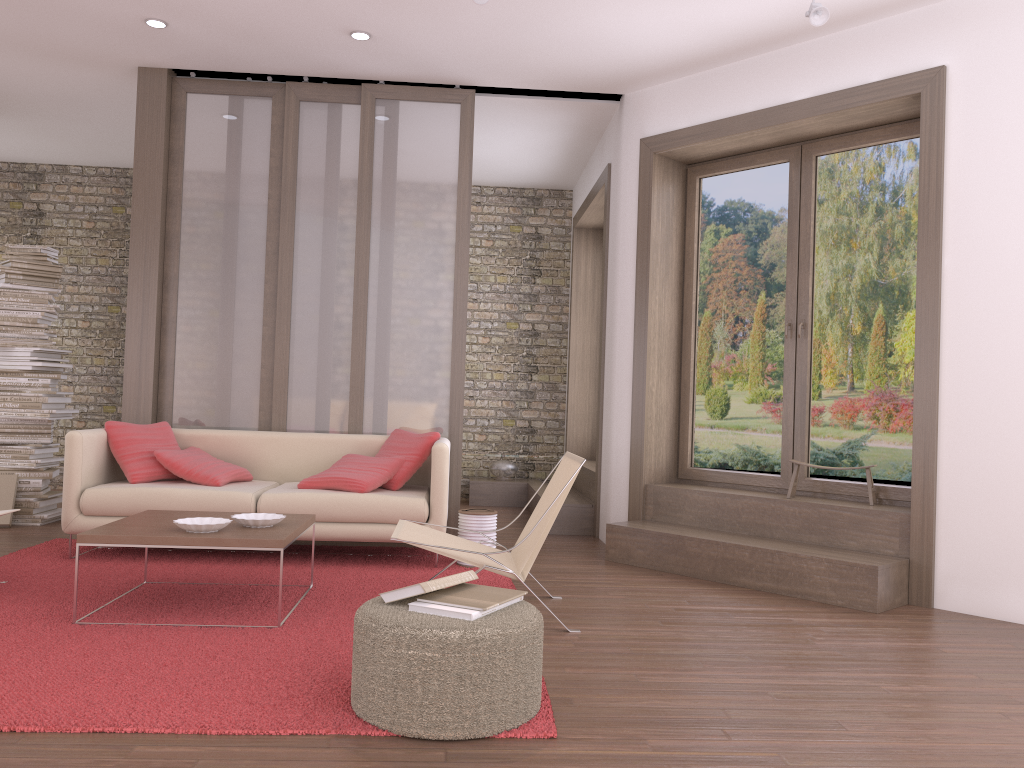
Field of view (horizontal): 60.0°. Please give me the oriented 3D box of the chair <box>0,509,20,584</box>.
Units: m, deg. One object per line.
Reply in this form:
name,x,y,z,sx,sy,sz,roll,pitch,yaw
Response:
chair,-2.867,0.606,4.069,0.860,0.767,0.739,2,-1,-4

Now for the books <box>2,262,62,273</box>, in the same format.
books,-3.656,-0.878,6.753,0.351,0.036,0.275,3,-2,-43

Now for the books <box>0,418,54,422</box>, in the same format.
books,-3.682,0.268,6.683,0.396,0.024,0.310,3,-2,-23

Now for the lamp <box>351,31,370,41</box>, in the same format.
lamp,-0.936,-2.151,5.478,0.119,0.010,0.119,2,-1,16

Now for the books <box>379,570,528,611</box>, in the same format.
books,-0.189,0.674,2.908,0.377,0.086,0.331,1,-2,27

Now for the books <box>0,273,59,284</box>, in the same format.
books,-3.688,-0.798,6.768,0.371,0.036,0.211,3,-2,-43

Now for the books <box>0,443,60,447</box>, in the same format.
books,-3.695,0.451,6.688,0.448,0.016,0.264,2,-1,2

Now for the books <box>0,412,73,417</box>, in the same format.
books,-3.727,0.225,6.720,0.612,0.028,0.399,2,-1,-3

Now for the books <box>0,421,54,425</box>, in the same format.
books,-3.689,0.290,6.686,0.405,0.018,0.300,3,-2,-23

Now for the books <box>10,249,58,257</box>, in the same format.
books,-3.642,-1.002,6.766,0.260,0.029,0.193,2,-1,12

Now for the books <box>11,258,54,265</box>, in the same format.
books,-3.652,-0.923,6.758,0.272,0.023,0.201,3,-2,-23

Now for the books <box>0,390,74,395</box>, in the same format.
books,-3.676,0.060,6.746,0.542,0.020,0.320,2,-1,-3

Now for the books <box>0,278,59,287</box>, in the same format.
books,-3.689,-0.761,6.767,0.371,0.036,0.211,3,-2,-43

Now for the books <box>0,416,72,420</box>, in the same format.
books,-3.679,0.250,6.690,0.542,0.016,0.423,2,-1,-3

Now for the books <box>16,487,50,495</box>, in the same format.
books,-3.731,0.796,6.617,0.469,0.028,0.368,2,-1,-18

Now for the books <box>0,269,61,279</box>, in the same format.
books,-3.685,-0.828,6.737,0.412,0.019,0.259,3,-2,-43

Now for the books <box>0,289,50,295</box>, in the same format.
books,-3.722,-0.687,6.719,0.392,0.015,0.306,3,-2,-23

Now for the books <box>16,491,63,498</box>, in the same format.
books,-3.680,0.821,6.634,0.542,0.020,0.320,2,-1,-3

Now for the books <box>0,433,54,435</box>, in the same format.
books,-3.688,0.372,6.700,0.385,0.008,0.274,3,-2,-23

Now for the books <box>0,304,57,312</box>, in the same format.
books,-3.723,-0.573,6.724,0.470,0.022,0.306,3,-2,-23

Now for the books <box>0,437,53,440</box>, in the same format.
books,-3.693,0.403,6.683,0.405,0.018,0.300,3,-2,-23

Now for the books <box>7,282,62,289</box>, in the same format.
books,-3.658,-0.737,6.746,0.351,0.010,0.284,3,-2,-43

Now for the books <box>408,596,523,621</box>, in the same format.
books,-0.144,0.707,2.873,0.232,0.022,0.352,1,-2,27

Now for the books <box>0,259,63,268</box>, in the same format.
books,-3.656,-0.904,6.745,0.366,0.012,0.287,3,-2,-43

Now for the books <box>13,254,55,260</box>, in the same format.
books,-3.641,-0.964,6.769,0.258,0.010,0.183,2,-1,-18

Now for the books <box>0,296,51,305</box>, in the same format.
books,-3.727,-0.624,6.715,0.401,0.035,0.315,3,-2,-23

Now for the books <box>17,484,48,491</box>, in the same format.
books,-3.715,0.766,6.586,0.442,0.025,0.346,2,-1,-18

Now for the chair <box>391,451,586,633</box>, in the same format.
chair,-0.129,0.705,4.237,0.853,0.762,0.739,2,-1,-4

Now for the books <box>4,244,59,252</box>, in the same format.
books,-3.658,-1.034,6.761,0.313,0.014,0.204,2,-1,-3

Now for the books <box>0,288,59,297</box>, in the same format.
books,-3.691,-0.700,6.754,0.416,0.015,0.245,3,-2,-23

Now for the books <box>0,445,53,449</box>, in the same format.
books,-3.741,0.466,6.668,0.422,0.016,0.330,2,-1,2

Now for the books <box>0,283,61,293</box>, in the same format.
books,-3.684,-0.720,6.734,0.404,0.026,0.266,3,-2,-43

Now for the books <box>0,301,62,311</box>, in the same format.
books,-3.677,-0.593,6.750,0.434,0.019,0.324,3,-2,-23

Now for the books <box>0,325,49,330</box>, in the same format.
books,-3.731,-0.426,6.716,0.395,0.009,0.233,3,-2,-28

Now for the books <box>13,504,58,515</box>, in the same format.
books,-3.740,0.920,6.600,0.522,0.046,0.410,2,-1,-3

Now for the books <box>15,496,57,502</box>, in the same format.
books,-3.733,0.839,6.605,0.510,0.020,0.399,2,-1,-3

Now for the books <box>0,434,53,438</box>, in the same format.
books,-3.731,0.383,6.669,0.488,0.018,0.296,3,-2,-23

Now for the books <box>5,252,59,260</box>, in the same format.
books,-3.655,-0.979,6.761,0.303,0.015,0.202,2,-1,-3

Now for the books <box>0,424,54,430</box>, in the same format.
books,-3.684,0.317,6.682,0.396,0.033,0.310,3,-2,-23

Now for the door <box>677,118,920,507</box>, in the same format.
door,1.840,-0.428,5.701,0.142,2.275,1.800,3,-2,-44

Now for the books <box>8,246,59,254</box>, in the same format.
books,-3.640,-1.021,6.756,0.277,0.008,0.216,2,-1,-3

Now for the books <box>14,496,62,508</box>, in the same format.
books,-3.717,0.874,6.630,0.542,0.046,0.421,2,-1,-3

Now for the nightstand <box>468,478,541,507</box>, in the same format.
nightstand,-0.074,1.080,8.844,0.707,0.240,0.400,2,-1,-3

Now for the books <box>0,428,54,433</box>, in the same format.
books,-3.685,0.346,6.681,0.396,0.024,0.310,3,-2,-23

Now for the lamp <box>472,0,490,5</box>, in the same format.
lamp,-0.146,-2.017,4.406,0.102,0.275,0.158,2,-1,4

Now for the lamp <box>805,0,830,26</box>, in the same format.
lamp,1.555,-1.954,4.510,0.102,0.275,0.158,2,-1,4

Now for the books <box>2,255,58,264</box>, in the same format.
books,-3.669,-0.948,6.761,0.327,0.023,0.198,2,-1,-3

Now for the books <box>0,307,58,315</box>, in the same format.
books,-3.680,-0.554,6.714,0.416,0.012,0.324,3,-2,-23

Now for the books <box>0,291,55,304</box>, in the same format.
books,-3.717,-0.660,6.742,0.416,0.035,0.323,3,-2,-23

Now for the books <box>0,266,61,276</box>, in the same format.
books,-3.697,-0.850,6.734,0.435,0.019,0.248,3,-2,-43

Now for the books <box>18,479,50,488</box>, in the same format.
books,-3.730,0.724,6.604,0.469,0.057,0.364,2,-1,-18

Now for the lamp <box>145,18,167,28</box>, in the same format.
lamp,-2.168,-2.196,5.402,0.119,0.010,0.119,2,-1,11

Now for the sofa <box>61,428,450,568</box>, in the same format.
sofa,-1.503,0.688,5.554,2.204,0.751,0.919,2,-1,-4

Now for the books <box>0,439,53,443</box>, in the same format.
books,-3.687,0.425,6.679,0.396,0.024,0.310,3,-2,-23

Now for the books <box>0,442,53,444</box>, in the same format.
books,-3.693,0.440,6.670,0.413,0.006,0.322,3,-2,-23
